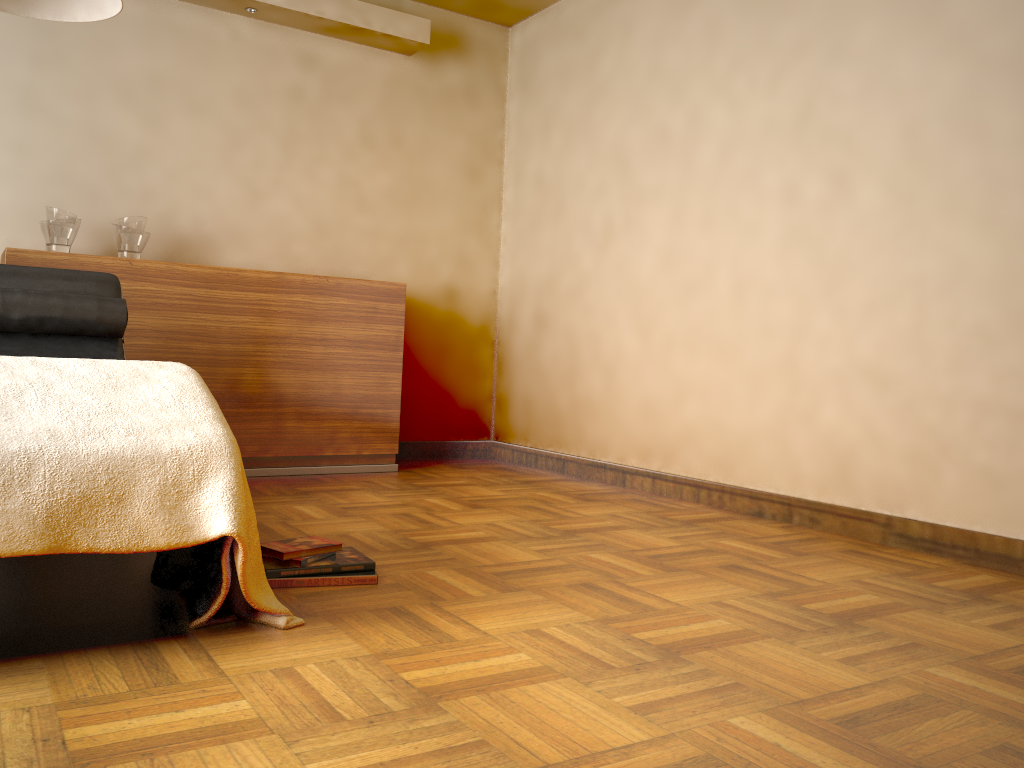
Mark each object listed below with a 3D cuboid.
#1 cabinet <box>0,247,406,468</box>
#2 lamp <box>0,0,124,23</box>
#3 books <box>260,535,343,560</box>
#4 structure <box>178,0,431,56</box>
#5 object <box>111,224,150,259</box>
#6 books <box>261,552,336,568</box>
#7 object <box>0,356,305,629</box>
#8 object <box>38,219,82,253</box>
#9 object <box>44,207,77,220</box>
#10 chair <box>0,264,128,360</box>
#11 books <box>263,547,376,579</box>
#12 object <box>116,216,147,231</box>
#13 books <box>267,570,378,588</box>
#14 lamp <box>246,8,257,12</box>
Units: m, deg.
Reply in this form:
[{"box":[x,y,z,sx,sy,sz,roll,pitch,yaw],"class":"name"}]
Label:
[{"box":[-1.340,-0.078,3.938,1.670,0.866,0.415,2,-2,-32],"class":"cabinet"},{"box":[-1.448,-0.522,2.554,0.450,1.976,1.413,4,-3,-29],"class":"lamp"},{"box":[-0.523,0.401,2.172,0.123,0.018,0.172,4,2,42],"class":"books"},{"box":[-1.414,-1.854,4.118,2.173,0.131,0.273,1,1,-32],"class":"structure"},{"box":[-1.614,-0.594,3.732,0.155,0.155,0.156,3,-1,-42],"class":"object"},{"box":[-0.529,0.419,2.176,0.123,0.018,0.172,3,2,17],"class":"books"},{"box":[-0.989,0.208,1.861,0.915,0.522,0.908,2,0,-32],"class":"object"},{"box":[-1.840,-0.600,3.589,0.155,0.155,0.155,2,-1,14],"class":"object"},{"box":[-1.839,-0.638,3.591,0.123,0.150,0.122,1,-2,40],"class":"object"},{"box":[-1.253,0.035,2.325,0.634,0.800,1.788,3,0,-33],"class":"chair"},{"box":[-0.495,0.440,2.185,0.264,0.020,0.189,2,2,-28],"class":"books"},{"box":[-1.613,-0.633,3.734,0.122,0.150,0.122,1,-2,37],"class":"object"},{"box":[-0.485,0.461,2.170,0.280,0.022,0.200,2,2,-18],"class":"books"},{"box":[-1.709,-1.807,3.917,1.155,0.028,0.050,1,1,-32],"class":"lamp"}]
